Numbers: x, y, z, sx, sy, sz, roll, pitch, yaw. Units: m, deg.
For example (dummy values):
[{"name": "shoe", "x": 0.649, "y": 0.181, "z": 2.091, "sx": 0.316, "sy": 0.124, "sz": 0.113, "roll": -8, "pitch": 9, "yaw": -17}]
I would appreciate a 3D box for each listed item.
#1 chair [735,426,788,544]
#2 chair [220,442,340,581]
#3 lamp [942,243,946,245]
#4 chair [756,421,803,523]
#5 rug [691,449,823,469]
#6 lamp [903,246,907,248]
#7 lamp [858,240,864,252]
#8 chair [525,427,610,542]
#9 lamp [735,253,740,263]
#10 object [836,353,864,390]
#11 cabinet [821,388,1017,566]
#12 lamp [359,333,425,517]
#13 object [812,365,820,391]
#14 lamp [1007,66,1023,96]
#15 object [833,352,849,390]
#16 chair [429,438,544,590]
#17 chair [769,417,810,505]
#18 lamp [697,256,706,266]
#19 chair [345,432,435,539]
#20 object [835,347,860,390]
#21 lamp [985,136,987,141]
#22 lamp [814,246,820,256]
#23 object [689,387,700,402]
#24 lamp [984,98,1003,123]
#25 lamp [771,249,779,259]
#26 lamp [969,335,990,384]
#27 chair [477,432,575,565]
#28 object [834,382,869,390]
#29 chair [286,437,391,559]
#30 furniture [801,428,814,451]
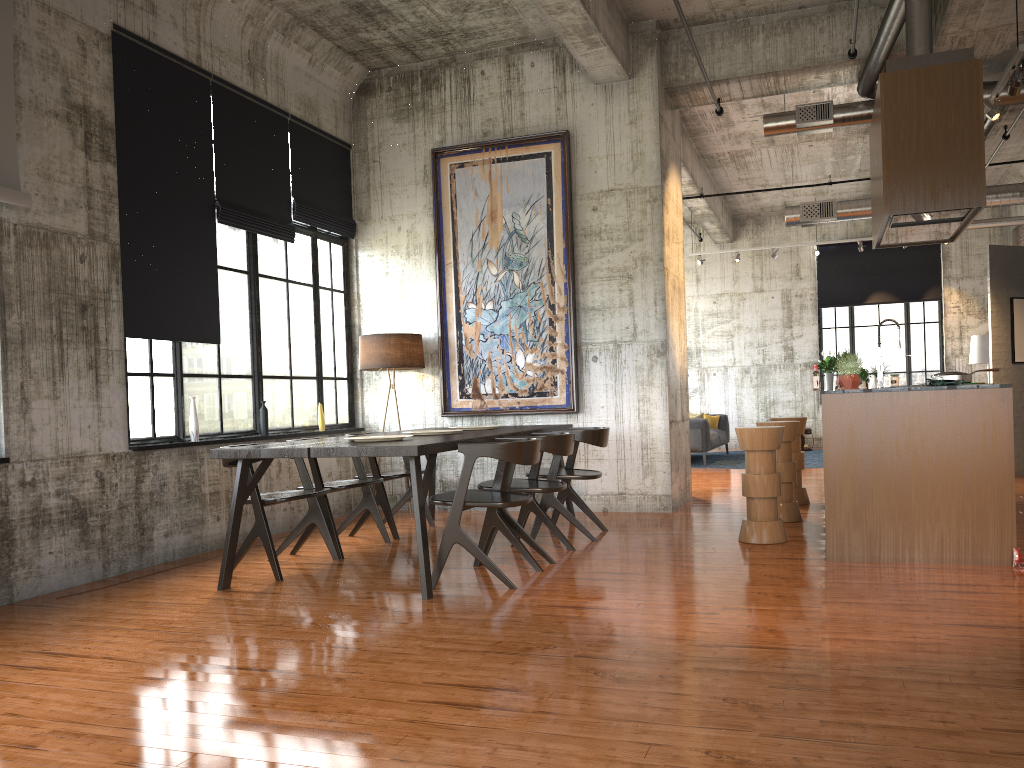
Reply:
[{"name": "chair", "x": 2.119, "y": 0.847, "z": 7.534, "sx": 0.409, "sy": 0.963, "sz": 0.411, "roll": -2, "pitch": 1, "yaw": -2}, {"name": "chair", "x": -1.865, "y": 0.975, "z": 7.025, "sx": 0.770, "sy": 0.993, "sz": 0.878, "roll": -2, "pitch": 0, "yaw": 19}, {"name": "lamp", "x": 8.673, "y": -2.878, "z": 17.753, "sx": 0.102, "sy": 0.215, "sz": 0.226, "roll": -2, "pitch": 0, "yaw": -29}, {"name": "chair", "x": 2.620, "y": 0.851, "z": 8.695, "sx": 0.409, "sy": 0.963, "sz": 0.411, "roll": -2, "pitch": 1, "yaw": -2}, {"name": "rug", "x": 5.051, "y": 1.397, "z": 16.714, "sx": 4.844, "sy": 0.009, "sz": 4.848, "roll": -2, "pitch": -1, "yaw": -24}, {"name": "lamp", "x": 7.951, "y": -2.854, "z": 17.955, "sx": 0.165, "sy": 0.251, "sz": 0.102, "roll": -2, "pitch": 1, "yaw": -25}, {"name": "lamp", "x": 7.172, "y": -2.822, "z": 18.229, "sx": 0.102, "sy": 0.251, "sz": 0.165, "roll": -2, "pitch": 1, "yaw": 45}, {"name": "chair", "x": 0.527, "y": 0.911, "z": 8.173, "sx": 0.769, "sy": 0.993, "sz": 0.878, "roll": -2, "pitch": 0, "yaw": 16}, {"name": "lamp", "x": 4.866, "y": -2.718, "z": 19.114, "sx": 0.102, "sy": 0.228, "sz": 0.198, "roll": -2, "pitch": 0, "yaw": 30}, {"name": "object", "x": 2.621, "y": -0.099, "z": 6.876, "sx": 0.221, "sy": 0.283, "sz": 0.210, "roll": -2, "pitch": 0, "yaw": 28}, {"name": "cabinet", "x": 3.612, "y": 0.683, "z": 8.381, "sx": 1.245, "sy": 1.244, "sz": 4.359, "roll": -2, "pitch": -1, "yaw": 19}, {"name": "lamp", "x": -1.351, "y": 0.474, "z": 10.173, "sx": 0.753, "sy": 2.057, "sz": 0.752, "roll": -2, "pitch": 1, "yaw": 31}, {"name": "object", "x": 2.420, "y": -0.050, "z": 7.050, "sx": 0.056, "sy": 0.208, "sz": 0.056, "roll": -2, "pitch": 1, "yaw": 20}, {"name": "lamp", "x": 4.076, "y": -2.446, "z": 7.181, "sx": 0.102, "sy": 0.215, "sz": 0.225, "roll": -2, "pitch": 0, "yaw": 16}, {"name": "object", "x": 2.755, "y": -0.109, "z": 7.340, "sx": 0.179, "sy": 0.311, "sz": 0.172, "roll": -2, "pitch": 0, "yaw": 25}, {"name": "chair", "x": -0.166, "y": 0.902, "z": 6.340, "sx": 0.770, "sy": 0.993, "sz": 0.878, "roll": -2, "pitch": 0, "yaw": 20}, {"name": "chair", "x": 3.115, "y": 0.856, "z": 9.947, "sx": 0.409, "sy": 0.963, "sz": 0.411, "roll": -2, "pitch": 1, "yaw": -2}, {"name": "lamp", "x": 4.126, "y": -2.689, "z": 19.361, "sx": 0.260, "sy": 0.211, "sz": 0.102, "roll": -2, "pitch": 0, "yaw": -35}, {"name": "chair", "x": -1.233, "y": 0.985, "z": 8.836, "sx": 0.770, "sy": 0.993, "sz": 0.878, "roll": -2, "pitch": 0, "yaw": 19}, {"name": "object", "x": 2.678, "y": -0.139, "z": 7.108, "sx": 0.186, "sy": 0.367, "sz": 0.196, "roll": -2, "pitch": 0, "yaw": -31}, {"name": "lamp", "x": 4.587, "y": -2.442, "z": 8.720, "sx": 0.165, "sy": 0.251, "sz": 0.102, "roll": -2, "pitch": 1, "yaw": 45}, {"name": "lamp", "x": 6.385, "y": -2.784, "z": 18.564, "sx": 0.102, "sy": 0.211, "sz": 0.260, "roll": -2, "pitch": 0, "yaw": 14}, {"name": "object", "x": 1.746, "y": 0.404, "z": 11.934, "sx": 1.889, "sy": 2.064, "sz": 1.512, "roll": -2, "pitch": 0, "yaw": 42}, {"name": "lamp", "x": 4.315, "y": -2.446, "z": 7.940, "sx": 0.102, "sy": 0.251, "sz": 0.165, "roll": -2, "pitch": 0, "yaw": -25}, {"name": "lamp", "x": 5.584, "y": -2.751, "z": 18.826, "sx": 0.182, "sy": 0.241, "sz": 0.102, "roll": -2, "pitch": 1, "yaw": 15}, {"name": "lamp", "x": 9.646, "y": 0.136, "z": 17.926, "sx": 0.694, "sy": 2.244, "sz": 0.706, "roll": -1, "pitch": 1, "yaw": 42}, {"name": "chair", "x": 0.134, "y": 0.906, "z": 7.189, "sx": 0.770, "sy": 0.993, "sz": 0.878, "roll": -2, "pitch": 0, "yaw": 19}, {"name": "object", "x": 7.229, "y": 0.516, "z": 18.918, "sx": 0.728, "sy": 1.297, "sz": 0.456, "roll": -2, "pitch": 1, "yaw": 31}, {"name": "chair", "x": -1.564, "y": 0.979, "z": 7.874, "sx": 0.770, "sy": 0.993, "sz": 0.878, "roll": -2, "pitch": 0, "yaw": 20}, {"name": "furniture", "x": 6.036, "y": 1.154, "z": 18.484, "sx": 0.431, "sy": 0.477, "sz": 0.432, "roll": -2, "pitch": 0, "yaw": -26}]
